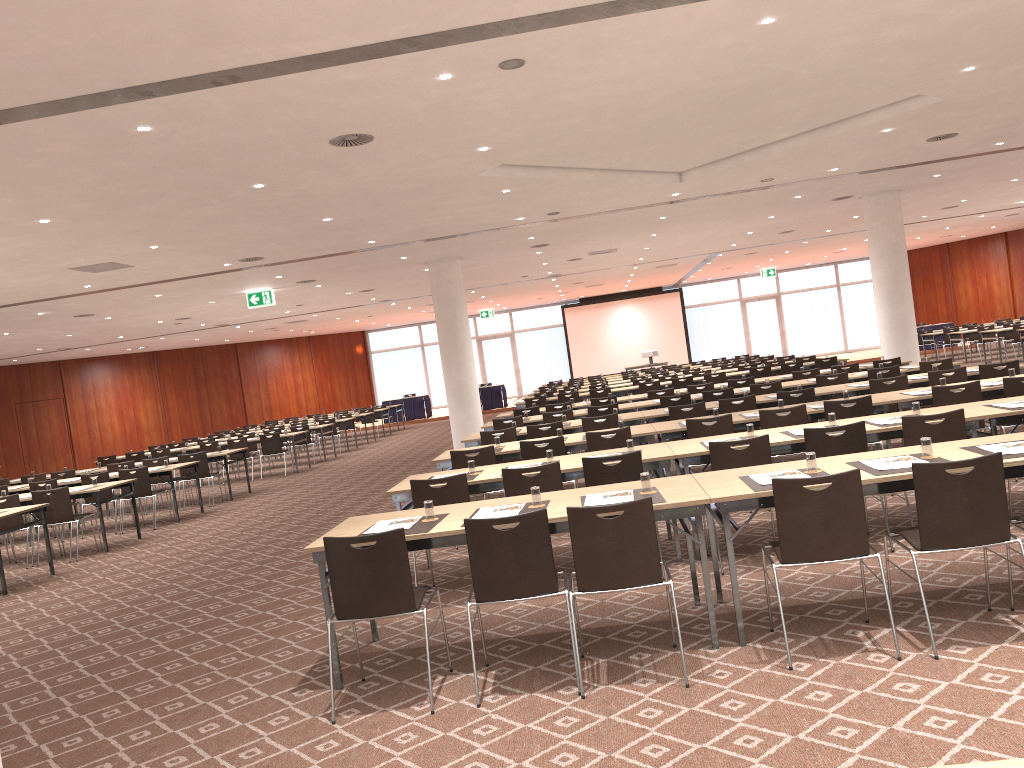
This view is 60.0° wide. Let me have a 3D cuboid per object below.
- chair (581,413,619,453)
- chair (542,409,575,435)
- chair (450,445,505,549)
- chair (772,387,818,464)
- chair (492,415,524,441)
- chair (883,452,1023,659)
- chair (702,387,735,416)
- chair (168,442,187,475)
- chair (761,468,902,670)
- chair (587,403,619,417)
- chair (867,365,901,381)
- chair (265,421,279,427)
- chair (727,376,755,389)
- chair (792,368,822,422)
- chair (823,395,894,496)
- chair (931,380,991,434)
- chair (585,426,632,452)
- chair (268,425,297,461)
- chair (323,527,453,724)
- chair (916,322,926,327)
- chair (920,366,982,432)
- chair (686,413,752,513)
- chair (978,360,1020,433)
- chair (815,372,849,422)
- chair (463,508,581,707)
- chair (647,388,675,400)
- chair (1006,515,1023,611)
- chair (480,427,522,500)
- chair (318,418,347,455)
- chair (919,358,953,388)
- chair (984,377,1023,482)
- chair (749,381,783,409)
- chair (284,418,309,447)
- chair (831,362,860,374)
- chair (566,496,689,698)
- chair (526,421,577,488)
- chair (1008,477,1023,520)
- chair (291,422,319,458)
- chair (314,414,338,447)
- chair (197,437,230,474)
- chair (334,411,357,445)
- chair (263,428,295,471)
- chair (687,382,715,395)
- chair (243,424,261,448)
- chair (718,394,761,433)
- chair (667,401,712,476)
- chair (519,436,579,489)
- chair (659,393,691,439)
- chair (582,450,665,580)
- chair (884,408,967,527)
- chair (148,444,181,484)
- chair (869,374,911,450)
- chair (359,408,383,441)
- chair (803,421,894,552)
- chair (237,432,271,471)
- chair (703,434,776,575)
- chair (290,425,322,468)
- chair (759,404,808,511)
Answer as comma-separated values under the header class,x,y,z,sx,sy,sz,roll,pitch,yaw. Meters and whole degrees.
class,x,y,z,sx,sy,sz,roll,pitch,yaw
chair,1.110,0.831,10.716,0.535,0.940,0.613,-8,2,3
chair,0.715,0.837,12.719,0.536,0.940,0.613,-8,2,4
chair,-0.312,1.078,8.769,0.536,0.940,0.613,-8,2,5
chair,3.348,0.523,10.423,0.536,0.940,0.613,-8,2,4
chair,0.013,0.933,12.829,0.536,0.940,0.613,-8,2,6
chair,2.263,0.819,4.542,0.536,0.940,0.613,-8,2,4
chair,2.931,0.531,12.471,0.536,0.940,0.613,-8,2,6
chair,-7.789,1.833,20.983,0.536,0.940,0.613,-8,2,8
chair,1.615,0.908,4.647,0.536,0.940,0.613,-8,2,8
chair,1.357,0.749,12.622,0.536,0.940,0.613,-8,2,8
chair,5.129,0.227,12.259,0.536,0.940,0.613,-8,2,3
chair,-7.216,1.603,27.090,0.536,0.940,0.613,-8,2,8
chair,3.758,0.366,14.475,0.535,0.940,0.613,-8,2,2
chair,4.754,0.230,14.302,0.536,0.940,0.613,-8,2,5
chair,3.220,0.588,8.464,0.536,0.940,0.613,-8,2,8
chair,4.202,0.451,8.411,0.536,0.940,0.613,-8,2,7
chair,0.995,0.895,8.720,0.536,0.940,0.613,-8,2,3
chair,-5.962,1.529,22.896,0.536,0.940,0.613,-8,2,5
chair,-0.694,1.229,4.792,0.536,0.940,0.613,-8,2,5
chair,14.527,-1.692,31.376,0.536,0.940,0.613,-8,2,6
chair,5.054,0.284,10.336,0.536,0.940,0.613,-8,2,3
chair,1.949,0.764,8.586,0.536,0.940,0.613,-8,2,8
chair,5.606,0.209,10.241,0.536,0.940,0.613,-8,2,8
chair,4.486,0.314,12.398,0.536,0.940,0.613,-8,2,7
chair,0.036,1.127,4.756,0.536,0.940,0.613,-8,2,3
chair,2.485,0.544,14.520,0.536,0.940,0.613,-8,2,8
chair,2.862,0.737,4.449,0.536,0.940,0.613,-8,2,7
chair,-0.100,0.999,10.791,0.535,0.940,0.613,-8,2,2
chair,-4.661,1.347,22.830,0.536,0.940,0.613,-8,2,3
chair,5.833,0.129,12.226,0.536,0.940,0.613,-8,2,6
chair,4.788,0.372,8.278,0.536,0.940,0.613,-8,2,6
chair,3.584,0.440,12.442,0.536,0.940,0.613,-8,2,6
chair,-6.577,1.518,26.887,0.536,0.940,0.613,-8,2,7
chair,5.366,0.144,14.278,0.536,0.940,0.613,-8,2,5
chair,0.568,1.054,4.670,0.536,0.940,0.613,-8,2,5
chair,0.459,0.923,10.702,0.536,0.940,0.613,-8,2,4
chair,3.941,0.538,6.352,0.535,0.940,0.613,-8,2,2
chair,-5.351,1.446,22.755,0.535,0.940,0.613,-8,2,3
chair,-5.677,1.391,26.882,0.536,0.940,0.613,-8,2,6
chair,-7.116,1.738,21.000,0.536,0.940,0.613,-8,2,4
chair,-5.060,1.308,26.741,0.536,0.940,0.613,-8,2,3
chair,-5.537,1.517,20.907,0.536,0.940,0.613,-8,2,4
chair,3.116,0.456,14.495,0.536,0.940,0.613,-8,2,5
chair,-7.892,1.698,27.096,0.536,0.940,0.613,-8,2,3
chair,2.704,0.610,10.563,0.536,0.940,0.613,-8,2,3
chair,2.118,0.692,10.577,0.536,0.940,0.613,-8,2,3
chair,0.367,0.983,8.739,0.536,0.940,0.613,-8,2,7
chair,2.354,0.609,12.603,0.536,0.940,0.613,-8,2,3
chair,0.810,0.971,6.689,0.536,0.940,0.613,-8,2,7
chair,3.059,0.660,6.472,0.536,0.940,0.613,-8,2,4
chair,-8.337,1.905,21.177,0.535,0.940,0.613,-8,2,4
chair,4.394,0.377,10.357,0.536,0.940,0.613,-8,2,5
chair,-4.298,1.199,26.809,0.536,0.940,0.613,-8,2,3
chair,2.404,0.749,6.577,0.536,0.940,0.613,-8,2,6
chair,-6.109,1.600,20.821,0.536,0.940,0.613,-8,2,8
chair,1.704,0.848,6.568,0.536,0.940,0.613,-8,2,3
chair,-4.848,1.426,20.700,0.535,0.940,0.613,-8,2,3
chair,2.612,0.673,8.487,0.536,0.940,0.613,-8,2,6
